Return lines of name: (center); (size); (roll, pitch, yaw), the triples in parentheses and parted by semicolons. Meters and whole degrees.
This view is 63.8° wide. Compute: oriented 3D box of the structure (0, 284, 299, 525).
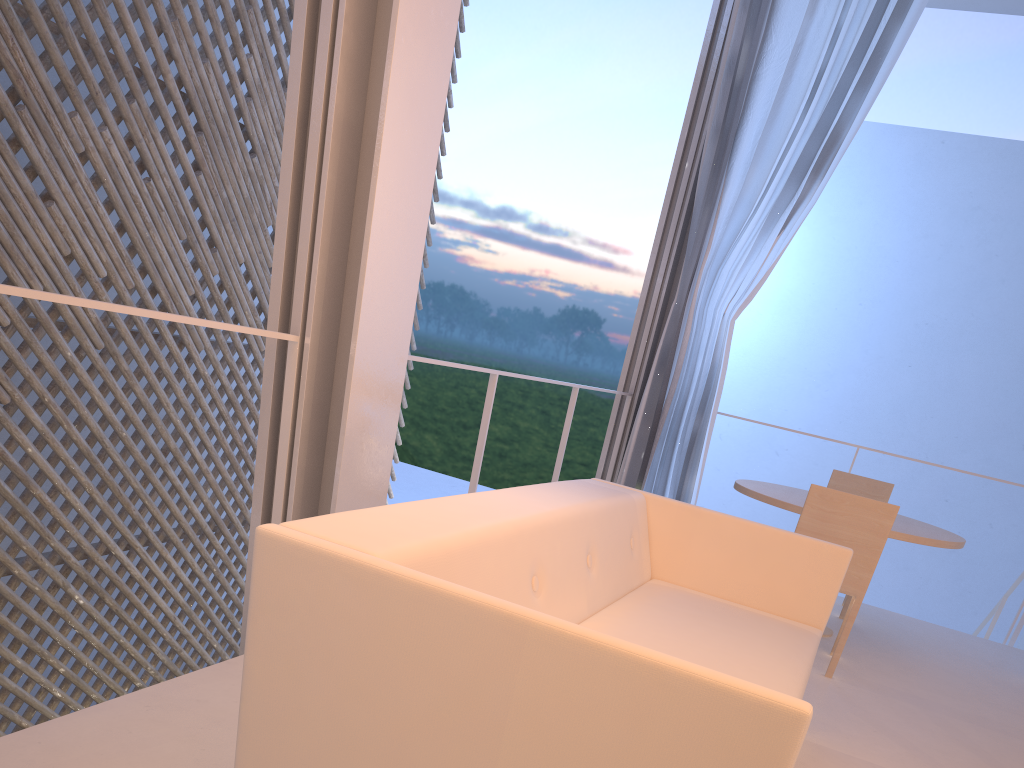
structure: (-0.706, 0.168, 0.583); (0.027, 0.601, 1.633); (21, 7, 24)

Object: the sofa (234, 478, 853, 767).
sofa: (0.149, 0.393, 1.155); (0.481, 0.401, 0.944); (17, 6, 23)

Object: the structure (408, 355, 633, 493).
structure: (0.021, 0.272, 2.198); (0.027, 0.601, 1.631); (21, 7, 24)

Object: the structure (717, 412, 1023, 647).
structure: (1.287, 1.155, 3.708); (1.317, 1.953, 1.360); (18, 15, 21)

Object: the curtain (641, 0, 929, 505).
curtain: (0.896, -0.642, 2.470); (0.502, 2.638, 0.089); (16, 21, 14)
